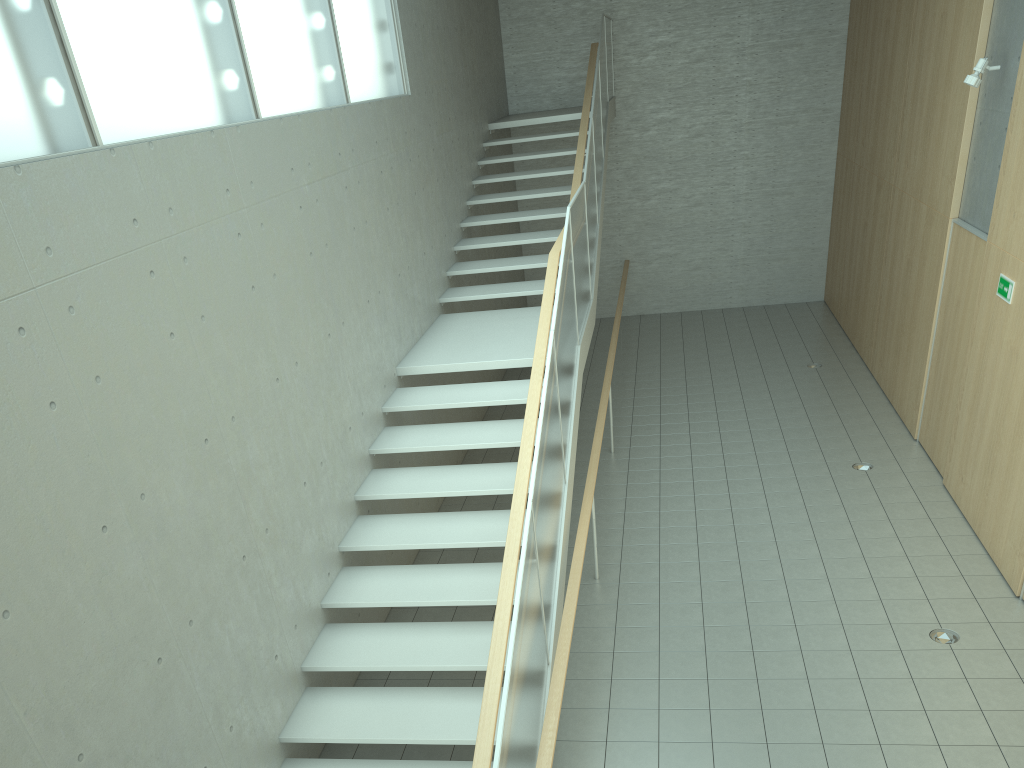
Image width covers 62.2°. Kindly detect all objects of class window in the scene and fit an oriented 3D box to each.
[{"bbox_3d":[-2.019,-1.957,1.721,0.030,3.160,13.748,-1,21,10],"label":"window"}]

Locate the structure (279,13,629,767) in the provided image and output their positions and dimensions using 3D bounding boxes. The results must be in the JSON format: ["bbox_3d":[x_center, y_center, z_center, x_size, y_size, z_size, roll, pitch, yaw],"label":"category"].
[{"bbox_3d":[-0.070,-0.901,8.013,1.888,4.835,11.077,-1,22,10],"label":"structure"}]

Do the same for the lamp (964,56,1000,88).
[{"bbox_3d":[3.529,-2.347,6.399,0.230,0.223,0.124,-10,27,-6],"label":"lamp"}]
